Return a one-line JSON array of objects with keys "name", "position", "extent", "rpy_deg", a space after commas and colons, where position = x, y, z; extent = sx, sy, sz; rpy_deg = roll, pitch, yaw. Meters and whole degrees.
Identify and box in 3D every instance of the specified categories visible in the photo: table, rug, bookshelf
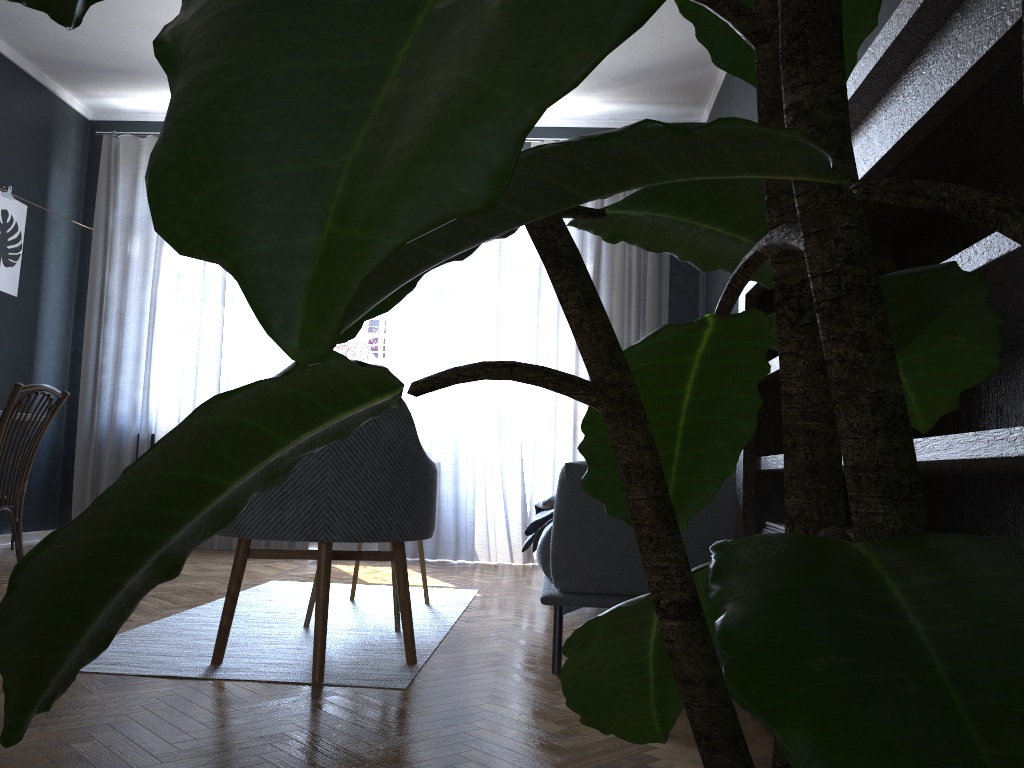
[{"name": "table", "position": [-2.566, 0.392, 2.931], "extent": [1.126, 0.726, 1.607], "rpy_deg": [2, -6, 3]}, {"name": "rug", "position": [-0.710, 0.859, 3.247], "extent": [1.003, 0.013, 2.014], "rpy_deg": [2, -6, 3]}, {"name": "table", "position": [-0.521, 0.608, 3.396], "extent": [0.339, 0.549, 0.789], "rpy_deg": [2, -6, 3]}, {"name": "bookshelf", "position": [0.727, 0.133, 1.438], "extent": [0.451, 1.170, 1.921], "rpy_deg": [2, -6, 3]}]

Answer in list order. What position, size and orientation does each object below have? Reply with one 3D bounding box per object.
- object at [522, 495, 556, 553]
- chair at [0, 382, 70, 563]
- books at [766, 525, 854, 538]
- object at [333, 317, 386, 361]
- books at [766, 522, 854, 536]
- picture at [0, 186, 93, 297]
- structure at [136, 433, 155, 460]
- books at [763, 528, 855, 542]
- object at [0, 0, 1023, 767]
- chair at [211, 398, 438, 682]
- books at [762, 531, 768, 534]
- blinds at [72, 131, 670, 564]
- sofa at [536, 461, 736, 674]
[{"name": "object", "position": [0.319, 0.616, 4.140], "extent": [0.490, 0.329, 0.667], "rpy_deg": [1, -6, 8]}, {"name": "chair", "position": [-1.957, 0.400, 3.238], "extent": [0.467, 0.818, 0.363], "rpy_deg": [2, -5, 3]}, {"name": "books", "position": [0.718, 0.340, 2.035], "extent": [0.218, 0.008, 0.305], "rpy_deg": [1, -6, 8]}, {"name": "object", "position": [-1.150, -0.115, 5.983], "extent": [0.514, 0.808, 0.600], "rpy_deg": [4, -6, -22]}, {"name": "books", "position": [0.717, 0.331, 2.034], "extent": [0.218, 0.013, 0.305], "rpy_deg": [1, -6, 8]}, {"name": "picture", "position": [-3.044, -0.947, 3.945], "extent": [0.058, 0.770, 4.464], "rpy_deg": [2, -6, 3]}, {"name": "structure", "position": [-1.624, 0.662, 5.910], "extent": [1.846, 0.599, 0.216], "rpy_deg": [2, -5, 3]}, {"name": "books", "position": [0.713, 0.348, 2.035], "extent": [0.218, 0.008, 0.305], "rpy_deg": [1, -6, 7]}, {"name": "object", "position": [0.240, -0.372, 0.238], "extent": [1.118, 1.896, 0.765], "rpy_deg": [2, -5, -3]}, {"name": "chair", "position": [-0.511, 0.376, 2.479], "extent": [0.645, 0.810, 0.495], "rpy_deg": [4, -6, -18]}, {"name": "books", "position": [0.710, 0.354, 2.035], "extent": [0.218, 0.008, 0.305], "rpy_deg": [1, -6, 7]}, {"name": "blinds", "position": [-0.900, -0.273, 5.894], "extent": [3.992, 2.785, 0.313], "rpy_deg": [2, -5, 3]}, {"name": "sofa", "position": [0.594, 0.540, 3.551], "extent": [0.970, 0.797, 2.344], "rpy_deg": [2, -6, 3]}]
